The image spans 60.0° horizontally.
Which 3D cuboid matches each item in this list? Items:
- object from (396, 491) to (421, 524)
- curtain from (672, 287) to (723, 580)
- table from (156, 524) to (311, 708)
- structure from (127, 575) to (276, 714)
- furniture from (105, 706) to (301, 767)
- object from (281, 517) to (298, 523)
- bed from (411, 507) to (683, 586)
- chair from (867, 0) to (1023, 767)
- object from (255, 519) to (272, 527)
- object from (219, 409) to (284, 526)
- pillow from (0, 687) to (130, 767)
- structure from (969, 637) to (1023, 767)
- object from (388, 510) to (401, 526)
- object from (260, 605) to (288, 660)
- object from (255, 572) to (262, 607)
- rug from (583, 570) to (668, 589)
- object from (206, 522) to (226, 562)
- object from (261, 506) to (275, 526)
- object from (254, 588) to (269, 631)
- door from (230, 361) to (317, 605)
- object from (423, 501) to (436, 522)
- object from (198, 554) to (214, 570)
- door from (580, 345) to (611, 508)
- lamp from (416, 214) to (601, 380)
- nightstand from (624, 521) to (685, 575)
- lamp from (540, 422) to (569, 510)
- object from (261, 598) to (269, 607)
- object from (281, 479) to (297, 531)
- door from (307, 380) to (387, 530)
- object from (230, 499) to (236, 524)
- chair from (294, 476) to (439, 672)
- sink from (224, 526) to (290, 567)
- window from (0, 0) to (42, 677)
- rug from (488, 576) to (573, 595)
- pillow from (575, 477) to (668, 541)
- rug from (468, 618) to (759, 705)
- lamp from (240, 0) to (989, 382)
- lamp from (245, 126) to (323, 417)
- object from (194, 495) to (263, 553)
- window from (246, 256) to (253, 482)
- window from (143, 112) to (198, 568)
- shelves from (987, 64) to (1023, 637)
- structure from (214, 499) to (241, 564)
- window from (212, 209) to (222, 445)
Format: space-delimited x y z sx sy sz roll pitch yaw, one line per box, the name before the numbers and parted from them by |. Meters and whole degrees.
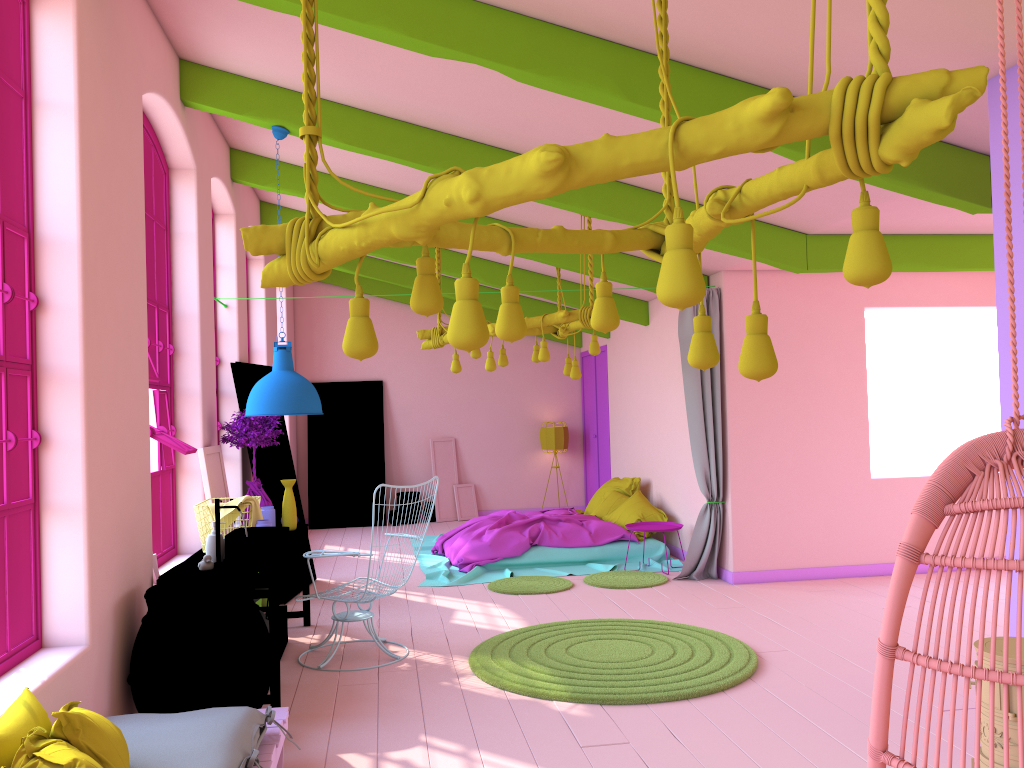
object | -1.580 1.894 13.573 0.386 0.471 0.386 -3 -2 34
curtain | 1.823 0.486 8.511 0.518 2.785 0.525 -1 -1 -28
table | -1.796 1.504 6.025 0.655 0.820 2.193 -2 -2 -8
structure | -1.578 1.443 4.532 0.718 0.844 0.718 -1 -2 -41
furniture | -1.136 1.530 2.290 0.907 0.507 3.777 -1 -2 -8
object | -1.754 1.016 6.990 0.132 0.219 0.132 -2 -1 8
bed | 0.207 1.736 10.495 2.802 0.514 3.577 -1 -2 -9
chair | 1.168 -0.148 2.021 0.860 3.129 0.806 -2 -1 11
object | -1.651 1.006 5.903 0.109 0.197 0.109 -1 -1 -16
object | -1.990 0.658 6.818 0.503 0.950 0.441 -3 -2 42
pillow | -1.301 1.168 2.191 0.578 0.399 1.998 -1 -2 -9
structure | 1.820 0.310 2.955 0.577 2.813 0.403 -2 -1 9
object | -1.763 2.015 13.321 0.199 0.234 0.199 -1 -2 -41
object | -1.858 1.787 6.335 0.446 0.277 0.522 -1 -2 -8
object | -2.236 1.604 7.442 0.218 0.733 0.451 -2 -1 -8
rug | 1.099 1.892 8.590 0.792 0.021 0.792 -2 -2 19
object | -1.789 0.977 5.618 0.165 0.250 0.411 -2 -2 27
object | -1.846 1.026 6.705 0.109 0.197 0.109 -2 -1 29
object | -0.030 0.955 1.996 2.827 1.580 7.867 -1 -2 -8
door | -2.270 0.903 8.534 0.450 2.210 1.153 -2 -1 2
object | -1.239 1.975 13.696 0.260 0.306 0.260 -2 -1 24
object | -1.771 1.029 5.138 0.088 0.088 0.086 -2 -1 8
door | 1.273 0.762 13.413 0.108 2.590 1.677 -2 -1 -8
lamp | 0.165 -1.156 7.894 1.610 2.264 1.776 -1 -1 -27
nightstand | 1.469 1.679 9.122 0.596 0.458 0.596 -3 -2 29
lamp | 0.702 1.322 13.862 0.491 1.466 0.476 -2 -1 22
object | -2.207 1.747 7.775 0.137 0.462 0.284 -1 -1 -23
object | -1.709 0.928 6.798 0.116 0.383 0.116 -1 -1 -35
door | -2.514 1.057 13.469 1.153 2.210 0.450 -2 -1 -8
object | -2.506 1.141 7.693 0.223 0.272 0.223 -1 -1 -21
chair | -1.051 1.282 6.177 0.925 1.238 1.078 -2 -1 26
sink | -1.548 0.988 5.417 0.340 0.194 0.609 -1 -2 -8
window | -2.008 -0.379 3.283 0.072 3.046 1.275 -2 -1 -8
rug | 0.174 1.915 8.453 0.792 0.021 0.793 -1 -2 -26
pillow | 1.241 1.554 10.911 0.848 0.822 2.618 -1 -2 -19
rug | 0.663 1.817 5.956 1.888 0.050 1.889 -1 -2 -21
lamp | 0.245 -1.127 2.301 1.610 2.264 1.776 -1 -1 -27
lamp | -1.600 -0.784 6.137 0.529 2.001 0.529 -2 -1 23
object | -1.893 0.935 6.049 0.444 0.369 0.633 -1 -2 -8
window | -2.936 -0.158 9.499 0.214 3.009 1.514 -2 -1 -8
window | -2.371 -0.288 5.715 0.492 3.003 1.498 -2 -1 -8
shelves | 3.066 0.169 3.890 1.841 3.103 0.384 -2 -1 -8
structure | -1.731 0.893 5.367 0.166 0.396 0.087 -2 -1 1
window | -2.646 -0.232 7.615 0.072 3.046 1.275 -2 -1 -8
